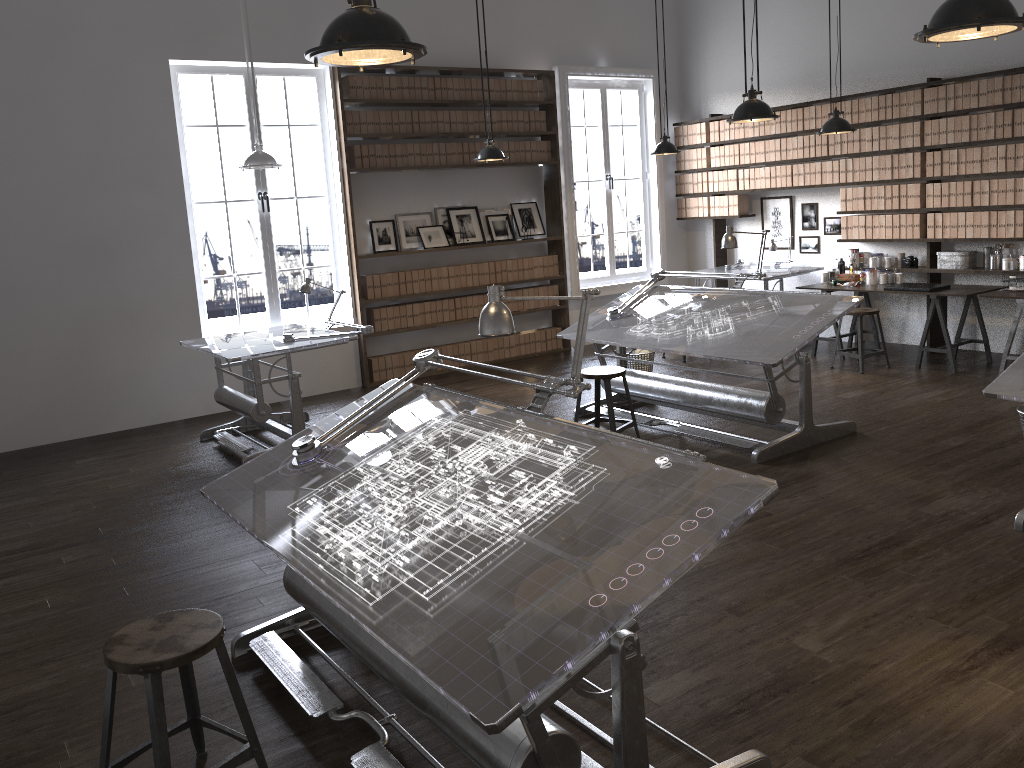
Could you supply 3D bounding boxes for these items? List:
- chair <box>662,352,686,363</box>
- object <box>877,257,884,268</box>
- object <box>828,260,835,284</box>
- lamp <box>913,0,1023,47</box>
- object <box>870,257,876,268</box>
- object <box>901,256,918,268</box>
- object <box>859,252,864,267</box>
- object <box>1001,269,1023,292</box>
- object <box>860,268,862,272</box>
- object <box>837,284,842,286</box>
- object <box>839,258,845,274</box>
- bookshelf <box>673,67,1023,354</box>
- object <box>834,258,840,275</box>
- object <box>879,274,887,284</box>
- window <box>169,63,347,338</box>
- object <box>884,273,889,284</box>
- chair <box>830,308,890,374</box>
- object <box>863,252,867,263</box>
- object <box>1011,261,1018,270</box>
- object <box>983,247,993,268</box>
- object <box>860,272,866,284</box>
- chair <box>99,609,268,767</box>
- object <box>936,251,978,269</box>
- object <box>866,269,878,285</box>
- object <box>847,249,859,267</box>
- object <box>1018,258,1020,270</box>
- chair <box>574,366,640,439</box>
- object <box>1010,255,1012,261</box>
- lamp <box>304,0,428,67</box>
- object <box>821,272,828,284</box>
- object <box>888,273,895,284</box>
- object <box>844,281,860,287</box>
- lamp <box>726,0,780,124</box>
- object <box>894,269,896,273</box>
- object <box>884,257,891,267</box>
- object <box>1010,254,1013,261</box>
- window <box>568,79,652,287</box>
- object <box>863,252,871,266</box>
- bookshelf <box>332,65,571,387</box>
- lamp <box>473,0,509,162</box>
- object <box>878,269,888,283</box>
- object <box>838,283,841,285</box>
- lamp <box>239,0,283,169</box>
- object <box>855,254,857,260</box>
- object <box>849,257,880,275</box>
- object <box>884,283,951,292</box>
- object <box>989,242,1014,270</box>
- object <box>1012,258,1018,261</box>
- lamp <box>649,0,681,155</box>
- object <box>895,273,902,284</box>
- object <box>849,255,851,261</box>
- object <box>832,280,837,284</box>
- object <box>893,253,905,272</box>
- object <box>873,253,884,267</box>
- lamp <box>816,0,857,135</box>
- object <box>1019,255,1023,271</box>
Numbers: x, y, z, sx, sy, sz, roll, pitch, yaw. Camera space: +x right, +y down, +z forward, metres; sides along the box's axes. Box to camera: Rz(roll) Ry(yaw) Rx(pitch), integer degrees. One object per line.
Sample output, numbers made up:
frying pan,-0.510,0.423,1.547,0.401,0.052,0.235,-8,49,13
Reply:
chair,1.730,-0.508,8.794,0.359,0.524,0.373,-8,10,-25
object,3.521,-1.161,8.465,0.063,0.093,0.063,4,13,41
object,3.091,-1.087,8.566,0.068,0.228,0.069,-10,11,-36
lamp,1.253,-2.109,2.396,0.313,2.248,0.313,-5,9,-9
object,3.471,-1.167,8.514,0.062,0.094,0.062,4,13,41
object,3.687,-1.135,8.238,0.091,0.108,0.171,-10,12,-33
object,3.425,-1.225,8.697,0.051,0.138,0.050,-10,11,-36
object,4.120,-0.838,7.161,0.285,0.159,0.204,-11,12,-33
object,3.322,-1.031,8.412,0.005,0.146,0.033,-9,10,-32
object,3.100,-0.936,8.377,0.005,0.005,0.159,-4,11,1
object,3.220,-1.113,8.652,0.068,0.228,0.069,-10,11,-36
bookshelf,4.716,-0.968,6.904,0.375,3.181,9.217,-10,12,-33
object,3.150,-1.103,8.605,0.068,0.235,0.069,-10,11,-36
object,3.446,-0.975,8.224,0.062,0.094,0.062,-3,9,6
window,-2.248,-1.617,8.000,1.489,2.478,0.154,-10,10,-33
object,3.497,-0.986,8.258,0.044,0.100,0.045,-10,11,-33
chair,3.040,-0.386,7.739,0.359,0.524,0.373,-8,10,-25
object,3.488,-1.232,8.717,0.072,0.128,0.071,-2,9,13
object,4.276,-1.008,7.463,0.181,0.093,0.062,-8,10,-20
object,4.167,-1.103,7.749,0.079,0.187,0.079,2,11,35
object,3.303,-0.994,8.340,0.049,0.111,0.050,-11,11,-37
chair,-0.937,0.947,2.475,0.359,0.524,0.374,2,11,34
object,3.964,-1.106,7.895,0.193,0.151,0.318,-11,13,-33
object,3.371,-1.005,8.304,0.104,0.140,0.105,-12,13,-41
object,3.346,-1.234,8.682,0.108,0.175,0.107,-10,11,-31
object,4.279,-1.009,7.451,0.044,0.100,0.045,-9,10,-31
chair,0.606,0.168,5.818,0.359,0.524,0.374,2,11,34
object,4.207,-1.022,7.455,0.004,0.126,0.028,-10,10,-35
lamp,-0.448,-1.939,2.107,0.311,2.235,0.315,2,11,36
object,3.046,-1.033,8.625,0.068,0.103,0.068,-9,11,-29
object,3.513,-0.976,8.203,0.062,0.093,0.064,-1,10,15
object,3.171,-0.940,8.277,0.132,0.050,0.198,-5,11,-4
lamp,1.352,-2.663,5.084,0.313,2.235,0.313,-6,9,-13
object,3.558,-1.010,8.255,0.005,0.117,0.036,-11,11,-38
object,3.575,-1.157,8.426,0.062,0.094,0.062,4,13,41
object,4.213,-1.029,7.453,0.041,0.124,0.008,5,12,45
window,1.085,-2.273,10.077,1.250,2.292,0.154,-10,10,-33
object,3.467,-1.216,8.641,0.070,0.129,0.071,-3,9,4
bookshelf,-0.556,-1.313,9.136,2.483,3.695,0.414,-10,11,-33
lamp,-0.259,-3.025,7.440,0.311,2.235,0.315,2,11,36
object,3.487,-1.011,8.325,0.094,0.127,0.095,-9,11,-29
object,3.103,-0.941,8.364,0.011,0.017,0.173,-4,11,-2
lamp,-1.918,-2.687,6.329,0.311,2.235,0.315,2,11,36
object,3.263,-1.147,8.445,0.006,0.191,0.055,-10,10,-34
object,3.390,-1.133,8.484,0.345,0.145,0.077,-6,9,-11
object,3.515,-0.838,7.690,0.313,0.033,0.447,-11,14,-33
object,4.179,-1.119,7.582,0.181,0.270,0.157,4,12,40
object,4.266,-1.019,7.507,0.062,0.093,0.064,-1,10,18
lamp,1.435,-3.369,8.565,0.311,2.235,0.315,2,11,36
object,3.578,-0.978,8.191,0.062,0.094,0.062,-1,10,15
object,3.249,-1.142,8.460,0.008,0.185,0.071,-9,10,-32
object,3.104,-0.982,8.523,0.049,0.037,0.049,-12,13,-36
object,3.651,-1.147,8.345,0.107,0.160,0.238,0,11,22
object,3.554,-1.200,8.584,0.094,0.127,0.095,-5,10,-3
lamp,2.534,-3.123,6.965,0.311,2.235,0.315,2,11,36
object,4.283,-1.008,7.380,0.094,0.127,0.095,-9,11,-26
